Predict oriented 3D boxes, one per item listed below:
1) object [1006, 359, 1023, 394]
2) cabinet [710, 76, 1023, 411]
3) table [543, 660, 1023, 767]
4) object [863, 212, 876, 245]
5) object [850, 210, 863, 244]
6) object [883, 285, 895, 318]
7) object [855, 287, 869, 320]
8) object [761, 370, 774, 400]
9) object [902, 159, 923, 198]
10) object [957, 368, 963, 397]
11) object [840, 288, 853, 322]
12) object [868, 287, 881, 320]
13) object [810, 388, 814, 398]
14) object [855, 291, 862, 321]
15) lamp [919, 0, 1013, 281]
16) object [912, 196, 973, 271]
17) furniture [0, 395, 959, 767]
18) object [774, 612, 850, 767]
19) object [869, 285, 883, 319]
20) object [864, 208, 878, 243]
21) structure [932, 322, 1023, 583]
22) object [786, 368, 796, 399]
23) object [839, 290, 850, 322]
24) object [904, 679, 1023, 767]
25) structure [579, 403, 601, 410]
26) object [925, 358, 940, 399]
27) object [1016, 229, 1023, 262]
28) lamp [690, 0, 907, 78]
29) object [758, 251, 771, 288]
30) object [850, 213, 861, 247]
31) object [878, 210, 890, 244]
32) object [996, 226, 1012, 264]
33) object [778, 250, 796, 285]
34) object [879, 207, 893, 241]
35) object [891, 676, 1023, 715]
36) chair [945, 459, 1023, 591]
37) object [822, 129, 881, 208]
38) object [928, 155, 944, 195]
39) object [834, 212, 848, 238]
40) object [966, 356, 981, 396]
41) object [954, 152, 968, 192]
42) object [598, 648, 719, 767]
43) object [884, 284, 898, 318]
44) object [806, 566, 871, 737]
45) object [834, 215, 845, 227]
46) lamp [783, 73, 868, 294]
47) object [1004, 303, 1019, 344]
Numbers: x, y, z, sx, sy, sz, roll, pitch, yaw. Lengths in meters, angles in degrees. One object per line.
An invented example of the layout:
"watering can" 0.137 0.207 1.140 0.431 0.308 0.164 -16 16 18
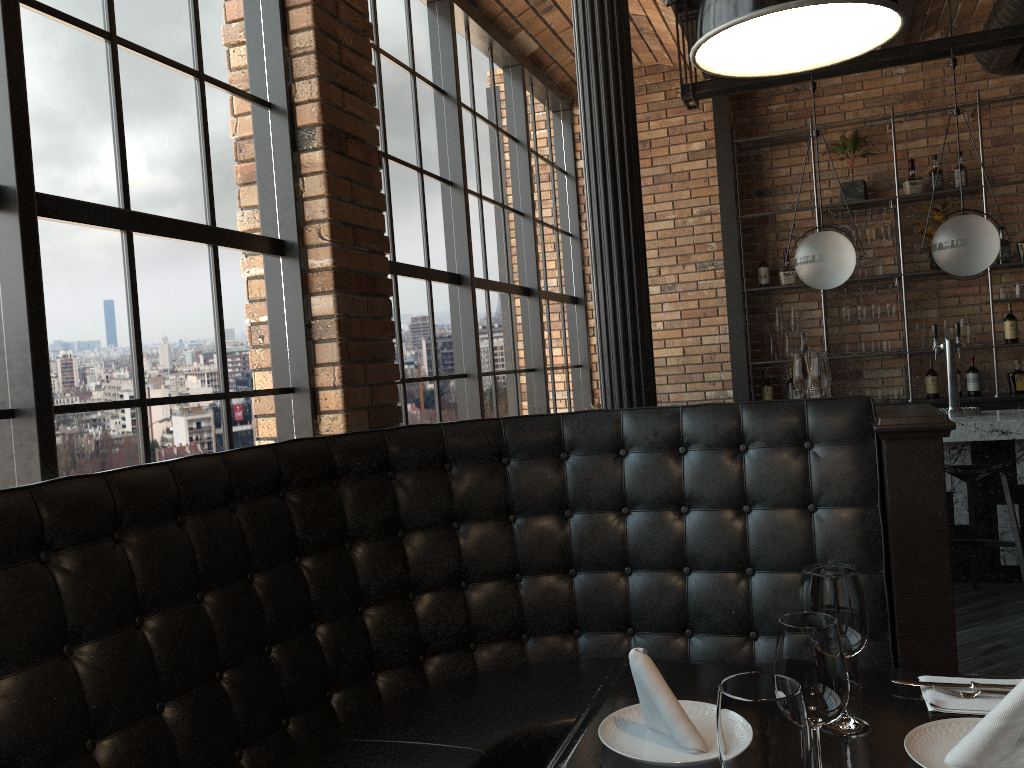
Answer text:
"object" 3.666 -0.053 6.419 0.151 0.248 0.094 -4 1 9
"cabinet" 3.286 -0.832 6.480 7.075 3.779 0.564 -4 1 20
"table" 0.493 0.917 1.275 0.872 0.758 0.872 -4 1 20
"object" 2.734 -1.189 6.781 0.092 0.244 0.092 -4 1 25
"object" 2.585 -1.176 6.659 0.092 0.244 0.092 -4 1 25
"object" 2.874 -0.624 6.755 0.092 0.244 0.092 -4 1 25
"object" 2.628 -0.605 6.668 0.092 0.244 0.092 -4 1 25
"object" 2.020 0.036 7.016 0.086 0.299 0.086 -5 1 -21
"object" 2.981 -1.532 6.601 0.123 0.279 0.123 -4 1 8
"object" 3.290 -0.054 6.587 0.086 0.298 0.086 -5 1 -21
"object" 2.525 -0.597 6.705 0.092 0.244 0.092 -4 1 25
"object" 2.777 -0.618 6.790 0.092 0.244 0.092 -4 1 25
"object" 2.342 0.024 6.880 0.123 0.279 0.123 -4 1 33
"object" 2.684 -0.611 6.823 0.092 0.244 0.092 -4 1 25
"lamp" 2.452 -1.447 4.887 0.340 1.754 0.340 -5 1 -24
"object" 3.174 -1.093 6.520 0.430 0.526 0.425 -4 1 32
"furniture" -0.526 0.780 0.460 1.979 1.212 5.451 -4 1 20
"object" 0.389 0.425 1.144 0.092 0.244 0.092 -5 1 -20
"object" 2.721 -0.611 6.635 0.092 0.244 0.092 -4 1 25
"object" 2.678 -1.182 6.625 0.092 0.244 0.092 -4 1 25
"structure" 4.270 0.235 4.966 5.346 1.430 1.930 -4 1 20
"object" 2.190 0.024 6.922 0.086 0.297 0.086 -5 1 -36
"object" 2.580 -0.604 6.861 0.092 0.244 0.092 -4 1 25
"object" 0.662 0.462 1.218 0.232 0.139 0.232 -4 1 17
"structure" 0.317 0.707 5.279 0.757 1.072 4.107 -4 1 19
"object" 3.134 -0.041 6.616 0.086 0.299 0.086 -5 1 -21
"object" 3.703 -0.992 6.365 0.151 0.248 0.094 -4 1 23
"lamp" 0.339 -1.305 1.243 0.291 1.653 0.291 -5 1 -25
"object" 1.991 -0.900 7.013 0.086 0.298 0.086 -5 1 -21
"object" 2.641 -1.182 6.814 0.092 0.244 0.092 -4 1 25
"object" 2.831 -1.196 6.746 0.092 0.244 0.092 -4 1 25
"object" 3.552 -0.999 6.419 0.083 0.282 0.083 -4 1 5
"object" 2.144 -0.899 6.910 0.123 0.279 0.123 -4 1 9
"object" 2.776 -1.189 6.590 0.092 0.244 0.092 -4 1 25
"object" 0.763 0.505 1.457 0.255 0.019 0.157 -4 1 20
"chair" 2.342 0.734 4.496 0.475 0.737 0.414 -4 1 25
"object" 2.593 -1.643 6.760 0.377 0.554 0.422 -4 1 7
"object" 3.128 -1.544 6.546 0.083 0.282 0.083 -4 1 5
"object" 2.482 -1.169 6.696 0.092 0.244 0.092 -4 1 25
"object" 3.393 -0.060 6.525 0.086 0.298 0.086 -5 1 -21
"object" 3.284 -1.555 6.490 0.083 0.282 0.083 -4 1 35
"object" 0.247 0.490 1.373 0.232 0.139 0.232 -4 1 14
"object" 2.819 -0.618 6.600 0.092 0.244 0.092 -4 1 25
"object" 0.508 0.412 1.378 0.092 0.244 0.092 -5 1 -20
"object" 2.537 -1.175 6.851 0.092 0.244 0.092 -4 1 25
"lamp" 1.764 -1.400 5.134 0.340 1.754 0.340 -5 1 -24
"object" 3.615 -0.439 6.428 0.086 0.299 0.086 -5 1 -21
